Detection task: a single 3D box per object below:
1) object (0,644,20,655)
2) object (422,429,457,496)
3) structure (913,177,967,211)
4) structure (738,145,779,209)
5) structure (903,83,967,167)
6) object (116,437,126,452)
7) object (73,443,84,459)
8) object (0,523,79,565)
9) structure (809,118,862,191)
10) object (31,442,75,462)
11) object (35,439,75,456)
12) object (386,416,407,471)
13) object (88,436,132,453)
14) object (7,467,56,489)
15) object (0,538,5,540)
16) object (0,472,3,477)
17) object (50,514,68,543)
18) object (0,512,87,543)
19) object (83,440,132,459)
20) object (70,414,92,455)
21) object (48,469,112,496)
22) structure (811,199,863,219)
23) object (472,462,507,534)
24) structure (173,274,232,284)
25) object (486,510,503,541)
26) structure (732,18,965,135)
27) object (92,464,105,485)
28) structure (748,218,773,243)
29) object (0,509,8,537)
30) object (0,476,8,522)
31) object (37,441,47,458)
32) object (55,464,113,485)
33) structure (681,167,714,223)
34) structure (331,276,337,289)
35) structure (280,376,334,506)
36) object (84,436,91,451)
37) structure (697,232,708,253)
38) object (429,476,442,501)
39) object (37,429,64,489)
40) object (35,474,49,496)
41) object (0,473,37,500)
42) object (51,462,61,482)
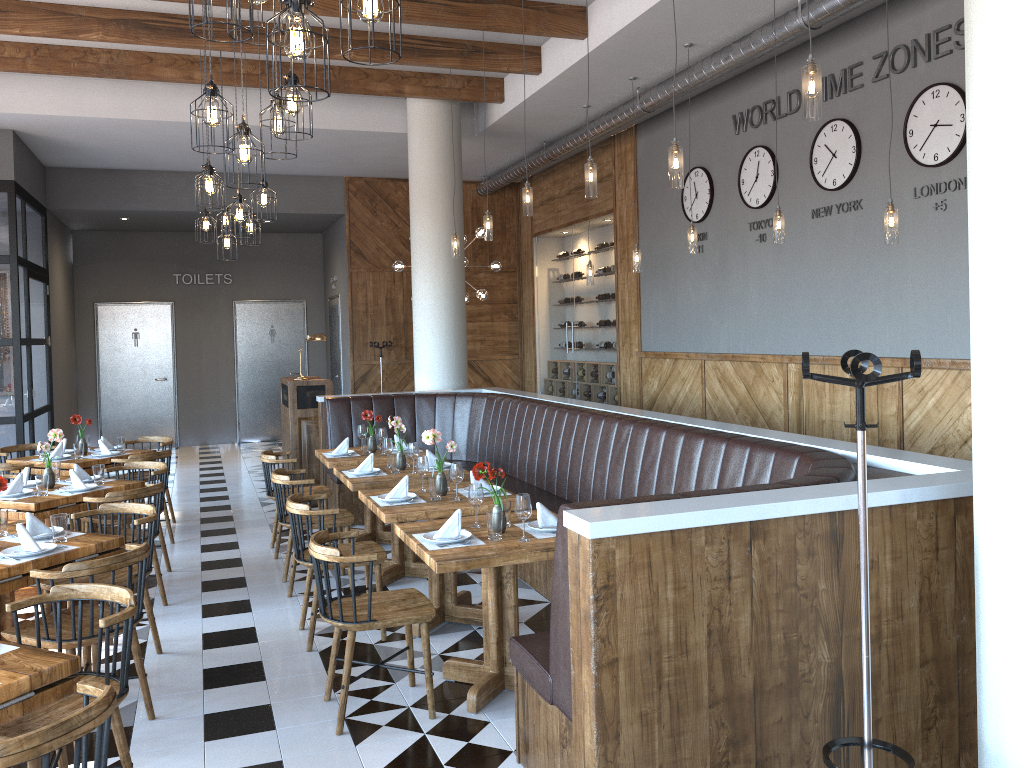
[{"bbox_3d":[-1.975,0.802,2.724,0.577,0.137,0.583,0,4,25],"label":"object"},{"bbox_3d":[-0.438,0.473,5.376,0.207,0.400,0.146,-2,1,-17],"label":"object"},{"bbox_3d":[2.920,-1.277,6.052,0.021,0.199,0.443,-2,3,-19],"label":"structure"},{"bbox_3d":[2.210,-1.858,7.969,0.046,0.560,0.561,-2,2,-19],"label":"structure"},{"bbox_3d":[2.894,-1.763,6.043,0.046,0.560,0.561,-2,2,-19],"label":"structure"},{"bbox_3d":[-3.489,0.541,7.903,0.080,0.132,0.080,-1,2,5],"label":"object"},{"bbox_3d":[-3.666,0.569,7.500,0.080,0.132,0.080,-2,2,-5],"label":"object"},{"bbox_3d":[-2.272,0.726,4.153,0.272,0.137,0.352,0,3,26],"label":"object"},{"bbox_3d":[2.552,-1.810,7.006,0.046,0.560,0.561,-2,2,-19],"label":"structure"},{"bbox_3d":[-3.888,0.570,7.552,0.352,0.137,0.272,0,3,26],"label":"object"},{"bbox_3d":[-4.020,0.552,7.906,0.272,0.137,0.352,0,3,26],"label":"object"},{"bbox_3d":[-0.831,0.423,6.402,0.146,0.400,0.207,-2,1,-12],"label":"object"},{"bbox_3d":[-3.665,0.535,8.036,0.352,0.137,0.272,0,3,26],"label":"object"},{"bbox_3d":[-3.387,0.639,6.132,0.272,0.137,0.352,0,3,26],"label":"object"},{"bbox_3d":[-2.760,0.726,4.377,0.272,0.137,0.352,0,3,26],"label":"object"},{"bbox_3d":[-3.438,0.656,5.910,0.080,0.132,0.080,-2,2,-5],"label":"object"},{"bbox_3d":[-2.236,0.714,4.377,0.080,0.132,0.080,-2,2,-15],"label":"object"},{"bbox_3d":[-2.404,0.708,4.507,0.352,0.137,0.272,0,3,26],"label":"object"},{"bbox_3d":[-3.532,0.552,7.682,0.272,0.137,0.352,0,3,26],"label":"object"},{"bbox_3d":[-3.807,0.443,7.813,0.171,0.355,0.156,-1,2,28],"label":"object"},{"bbox_3d":[-2.898,0.639,5.908,0.272,0.137,0.352,0,3,26],"label":"object"},{"bbox_3d":[2.573,-1.385,7.024,0.021,0.079,0.583,-2,3,-19],"label":"structure"},{"bbox_3d":[-0.107,0.549,4.305,0.171,0.355,0.156,-2,1,-17],"label":"object"},{"bbox_3d":[-5.112,-1.733,14.645,0.916,0.166,0.035,-3,1,-20],"label":"structure"},{"bbox_3d":[-0.081,0.668,4.181,0.080,0.132,0.080,-3,2,-34],"label":"object"},{"bbox_3d":[2.533,-2.358,7.027,0.033,0.199,2.731,-2,3,-19],"label":"structure"},{"bbox_3d":[-2.858,0.628,6.129,0.080,0.132,0.080,-2,2,-5],"label":"object"},{"bbox_3d":[2.239,-1.371,7.969,0.021,0.199,0.369,-2,3,-19],"label":"structure"},{"bbox_3d":[-2.630,0.714,4.551,0.080,0.132,0.080,-2,2,-15],"label":"object"},{"bbox_3d":[-2.495,0.618,4.235,0.171,0.355,0.156,-1,2,36],"label":"object"},{"bbox_3d":[-4.068,0.569,7.684,0.080,0.132,0.080,-3,2,-44],"label":"object"},{"bbox_3d":[-3.031,0.622,6.262,0.352,0.137,0.272,0,3,26],"label":"object"},{"bbox_3d":[1.867,-1.905,8.932,0.046,0.560,0.561,-2,2,-19],"label":"structure"},{"bbox_3d":[-2.839,-1.616,14.140,0.025,0.197,0.566,-2,3,-19],"label":"structure"},{"bbox_3d":[-2.162,0.581,9.677,0.645,1.299,1.046,-2,2,-19],"label":"structure"},{"bbox_3d":[-3.883,0.541,8.077,0.080,0.132,0.080,-1,2,5],"label":"object"},{"bbox_3d":[1.888,-1.420,8.954,0.021,0.197,0.306,-2,3,-19],"label":"structure"},{"bbox_3d":[-0.450,0.617,5.218,0.080,0.132,0.080,-2,2,-15],"label":"object"},{"bbox_3d":[-3.124,0.508,6.015,0.146,0.400,0.207,-2,1,-8],"label":"object"},{"bbox_3d":[-3.036,0.656,5.726,0.080,0.132,0.080,-2,2,-5],"label":"object"},{"bbox_3d":[-3.254,0.657,5.778,0.352,0.137,0.272,0,3,26],"label":"object"},{"bbox_3d":[-3.253,0.628,6.303,0.080,0.132,0.080,-2,2,-5],"label":"object"}]
